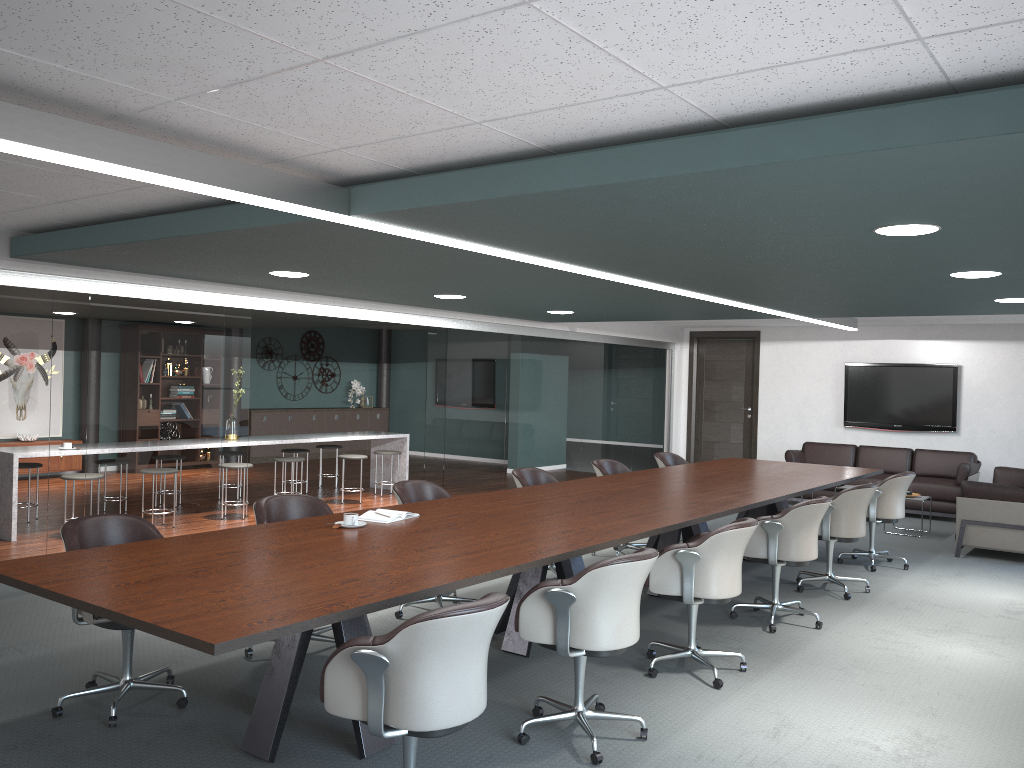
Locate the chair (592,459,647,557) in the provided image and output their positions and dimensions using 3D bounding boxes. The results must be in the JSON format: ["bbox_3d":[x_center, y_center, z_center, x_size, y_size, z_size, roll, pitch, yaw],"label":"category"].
[{"bbox_3d":[0.886,1.001,7.123,0.523,0.761,0.533,2,0,18],"label":"chair"}]

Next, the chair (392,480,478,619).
[{"bbox_3d":[-0.466,0.975,5.294,0.518,0.761,0.535,2,0,42],"label":"chair"}]

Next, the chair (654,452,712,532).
[{"bbox_3d":[1.538,1.014,8.025,0.518,0.761,0.535,2,0,42],"label":"chair"}]

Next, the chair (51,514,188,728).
[{"bbox_3d":[-1.626,0.953,3.713,0.518,0.761,0.535,2,0,42],"label":"chair"}]

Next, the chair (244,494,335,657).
[{"bbox_3d":[-1.065,0.964,4.478,0.535,0.761,0.518,1,0,-33],"label":"chair"}]

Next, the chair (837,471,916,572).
[{"bbox_3d":[2.898,1.058,7.011,0.518,0.761,0.535,2,0,42],"label":"chair"}]

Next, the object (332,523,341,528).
[{"bbox_3d":[-0.787,0.638,3.987,0.044,0.021,0.041,2,0,29],"label":"object"}]

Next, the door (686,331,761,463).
[{"bbox_3d":[2.958,0.330,12.379,1.038,2.130,0.139,2,0,36],"label":"door"}]

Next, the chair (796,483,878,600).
[{"bbox_3d":[2.235,1.045,6.121,0.523,0.761,0.533,2,0,22],"label":"chair"}]

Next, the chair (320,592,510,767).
[{"bbox_3d":[-0.275,0.997,2.687,0.518,0.761,0.535,2,0,42],"label":"chair"}]

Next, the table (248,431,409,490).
[{"bbox_3d":[-2.847,0.918,9.049,0.609,0.699,4.577,2,0,36],"label":"table"}]

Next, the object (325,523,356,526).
[{"bbox_3d":[-0.777,0.639,4.015,0.155,0.012,0.034,2,0,13],"label":"object"}]

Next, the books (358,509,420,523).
[{"bbox_3d":[-0.601,0.636,4.320,0.180,0.032,0.285,2,0,27],"label":"books"}]

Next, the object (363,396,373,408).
[{"bbox_3d":[-2.516,0.313,15.473,0.174,0.207,0.042,1,0,-34],"label":"object"}]

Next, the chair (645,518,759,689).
[{"bbox_3d":[0.923,1.020,4.336,0.523,0.761,0.533,2,0,12],"label":"chair"}]

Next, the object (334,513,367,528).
[{"bbox_3d":[-0.737,0.622,4.054,0.146,0.056,0.146,1,0,-29],"label":"object"}]

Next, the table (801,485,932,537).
[{"bbox_3d":[3.470,1.263,9.076,1.477,0.359,0.926,2,0,36],"label":"table"}]

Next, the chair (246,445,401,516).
[{"bbox_3d":[-2.880,1.011,9.109,1.479,0.512,4.029,2,0,36],"label":"chair"}]

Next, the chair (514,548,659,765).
[{"bbox_3d":[0.308,1.008,3.496,0.523,0.761,0.533,2,0,18],"label":"chair"}]

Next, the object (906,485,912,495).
[{"bbox_3d":[3.868,1.042,8.664,0.082,0.107,0.082,2,0,22],"label":"object"}]

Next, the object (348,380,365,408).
[{"bbox_3d":[-2.679,0.168,15.372,0.221,0.495,0.600,2,0,10],"label":"object"}]

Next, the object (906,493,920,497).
[{"bbox_3d":[3.837,1.084,8.664,0.281,0.028,0.281,1,0,-41],"label":"object"}]

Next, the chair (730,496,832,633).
[{"bbox_3d":[1.611,1.033,5.257,0.518,0.761,0.535,2,0,42],"label":"chair"}]

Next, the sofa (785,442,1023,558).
[{"bbox_3d":[4.433,1.106,9.164,1.976,0.728,4.057,2,0,-11],"label":"sofa"}]

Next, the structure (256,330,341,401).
[{"bbox_3d":[-3.481,-0.312,14.613,0.017,1.178,1.791,2,0,36],"label":"structure"}]

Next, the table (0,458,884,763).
[{"bbox_3d":[0.661,1.034,5.359,1.374,0.706,6.694,2,0,36],"label":"table"}]

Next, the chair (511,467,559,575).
[{"bbox_3d":[0.245,0.989,6.262,0.518,0.761,0.535,2,0,42],"label":"chair"}]

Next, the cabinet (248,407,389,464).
[{"bbox_3d":[-5.986,0.760,10.922,0.402,0.820,12.287,2,0,36],"label":"cabinet"}]
